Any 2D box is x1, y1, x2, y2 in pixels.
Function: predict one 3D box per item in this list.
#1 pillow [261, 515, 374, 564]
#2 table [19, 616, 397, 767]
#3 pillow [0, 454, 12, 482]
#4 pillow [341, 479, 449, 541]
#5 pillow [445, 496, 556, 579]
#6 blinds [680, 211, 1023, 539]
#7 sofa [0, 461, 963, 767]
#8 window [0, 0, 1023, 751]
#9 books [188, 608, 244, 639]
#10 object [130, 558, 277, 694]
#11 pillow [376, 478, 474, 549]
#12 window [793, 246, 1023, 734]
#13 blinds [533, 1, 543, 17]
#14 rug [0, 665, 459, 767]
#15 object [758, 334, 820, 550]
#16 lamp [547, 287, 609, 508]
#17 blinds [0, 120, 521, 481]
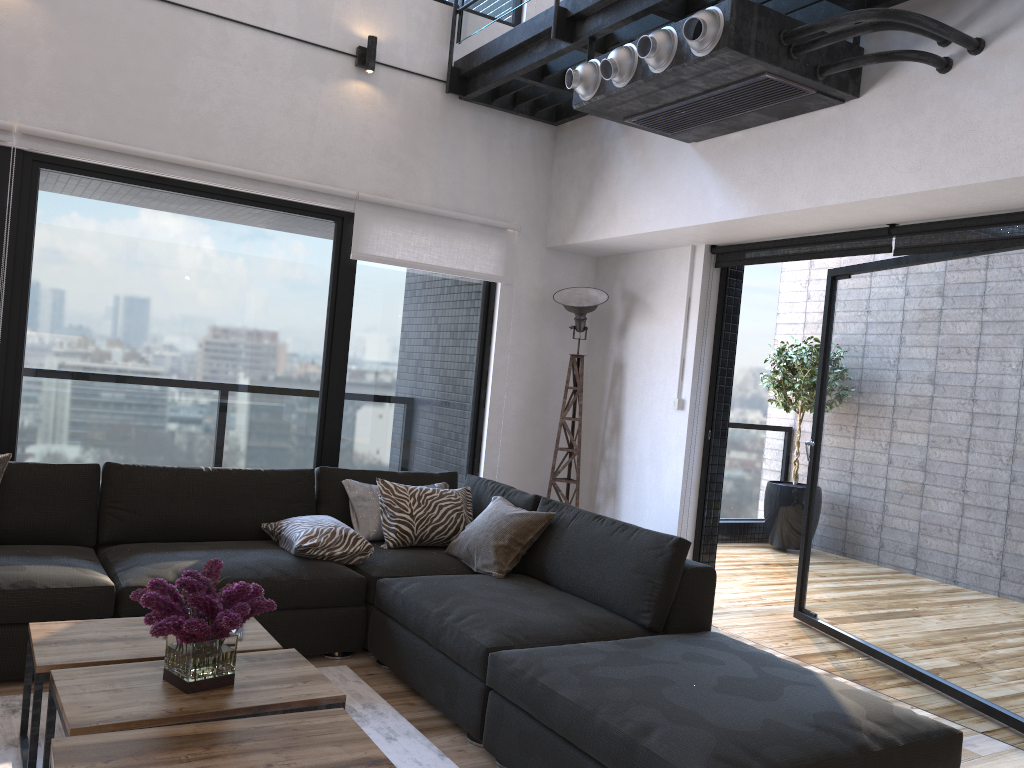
[{"bbox_3d":[-0.882,0.691,3.981,0.356,0.178,0.530,5,0,-33],"label":"pillow"},{"bbox_3d":[-0.831,0.947,2.276,0.697,0.350,1.297,5,0,-31],"label":"table"},{"bbox_3d":[-2.267,0.439,3.381,0.610,0.382,0.265,5,1,-31],"label":"pillow"},{"bbox_3d":[-0.540,0.638,4.395,0.612,0.294,0.234,5,1,-31],"label":"pillow"},{"bbox_3d":[-0.071,0.690,4.023,0.273,0.309,0.546,5,0,-32],"label":"pillow"},{"bbox_3d":[2.630,0.420,3.561,3.859,2.053,1.829,5,1,13],"label":"blinds"},{"bbox_3d":[-0.765,0.779,2.999,3.045,0.700,2.996,5,0,-31],"label":"sofa"},{"bbox_3d":[-1.481,-1.529,2.423,13.405,5.568,5.659,5,1,-31],"label":"window"},{"bbox_3d":[-0.948,0.753,2.782,0.229,0.013,0.295,5,0,-10],"label":"books"},{"bbox_3d":[-0.793,0.603,2.297,0.342,0.343,0.374,5,1,-30],"label":"object"},{"bbox_3d":[-0.403,0.628,4.294,0.532,0.314,0.250,5,1,-27],"label":"pillow"},{"bbox_3d":[2.046,0.380,4.010,0.100,2.051,2.447,5,1,-14],"label":"window"},{"bbox_3d":[-3.620,-3.105,1.873,1.994,2.976,10.209,6,0,37],"label":"blinds"},{"bbox_3d":[-0.823,1.124,2.250,1.638,0.003,2.111,5,0,-31],"label":"rug"},{"bbox_3d":[2.530,0.492,7.754,0.812,1.863,0.800,6,1,12],"label":"object"},{"bbox_3d":[0.055,0.291,4.983,0.424,1.828,1.469,6,1,44],"label":"lamp"},{"bbox_3d":[-2.280,-0.146,3.976,5.372,2.044,0.095,5,1,-31],"label":"blinds"}]
